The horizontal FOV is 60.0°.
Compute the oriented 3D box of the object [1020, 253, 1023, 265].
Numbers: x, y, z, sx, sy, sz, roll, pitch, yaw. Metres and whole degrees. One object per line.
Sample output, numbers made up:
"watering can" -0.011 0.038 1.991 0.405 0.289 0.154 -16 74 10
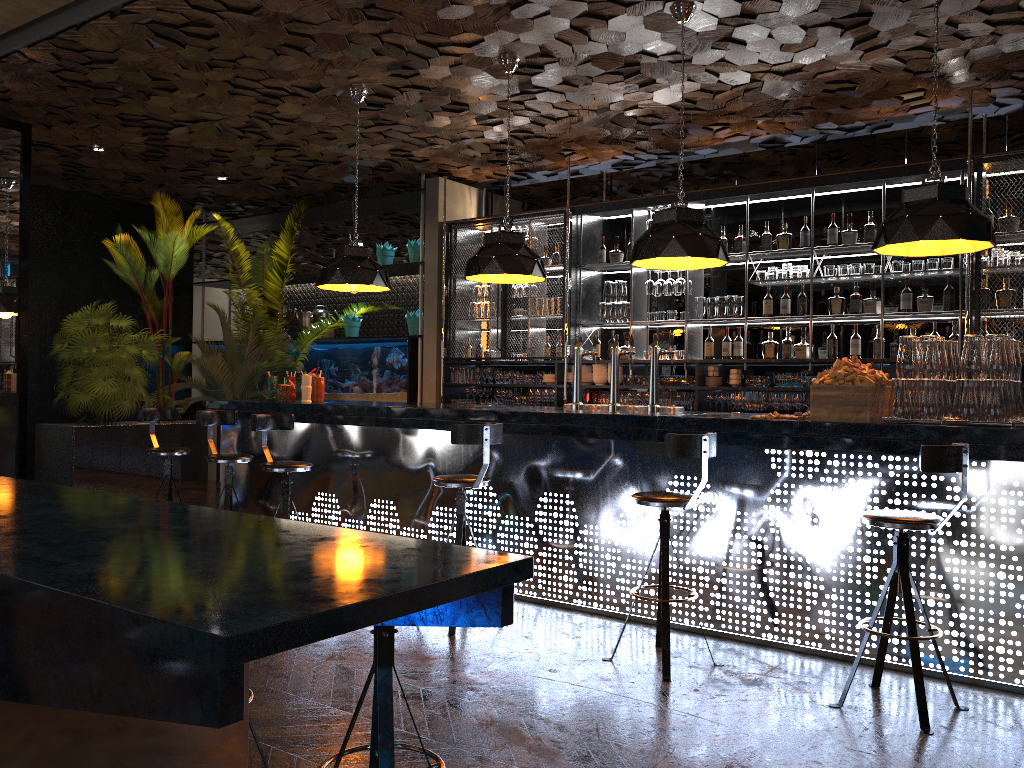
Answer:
"object" 3.873 -0.942 6.743 0.089 0.092 0.089 1 0 21

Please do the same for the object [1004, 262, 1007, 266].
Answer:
"object" 3.757 -0.945 6.779 0.089 0.092 0.089 1 0 -31

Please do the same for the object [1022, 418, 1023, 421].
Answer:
"object" 2.493 0.186 4.579 0.273 0.019 0.437 1 0 36

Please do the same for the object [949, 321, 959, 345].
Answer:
"object" 3.449 -0.339 6.909 0.080 0.299 0.080 1 0 38

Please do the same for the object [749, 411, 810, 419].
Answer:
"object" 1.407 0.169 4.659 0.377 0.045 0.198 1 0 -16

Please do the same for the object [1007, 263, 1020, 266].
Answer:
"object" 3.754 -0.923 6.634 0.089 0.092 0.089 1 0 -29

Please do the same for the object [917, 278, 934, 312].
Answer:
"object" 3.273 -0.696 7.024 0.123 0.279 0.123 1 0 25

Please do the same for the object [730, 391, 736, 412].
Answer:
"object" 1.933 0.179 7.757 0.058 0.234 0.058 1 0 -11

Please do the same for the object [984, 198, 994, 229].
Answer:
"object" 3.642 -1.271 6.790 0.086 0.299 0.086 1 0 -5

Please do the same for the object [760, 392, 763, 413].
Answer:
"object" 2.174 0.184 7.733 0.049 0.231 0.049 1 0 44

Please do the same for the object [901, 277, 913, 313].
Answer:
"object" 3.171 -0.708 7.123 0.086 0.298 0.086 1 0 -5

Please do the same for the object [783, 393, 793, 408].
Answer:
"object" 2.331 0.187 7.488 0.091 0.229 0.091 1 0 -27

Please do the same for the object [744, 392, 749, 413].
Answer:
"object" 2.031 0.182 7.675 0.049 0.231 0.049 1 0 -43

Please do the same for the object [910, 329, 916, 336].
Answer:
"object" 3.204 -0.318 7.084 0.151 0.248 0.094 1 0 45

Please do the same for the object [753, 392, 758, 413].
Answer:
"object" 2.092 0.183 7.631 0.049 0.231 0.049 1 0 31

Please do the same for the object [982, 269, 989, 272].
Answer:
"object" 3.656 -0.924 6.888 0.089 0.092 0.089 1 0 -29

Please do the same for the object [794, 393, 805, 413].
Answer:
"object" 2.408 0.188 7.431 0.091 0.229 0.091 1 0 8

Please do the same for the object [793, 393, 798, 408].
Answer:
"object" 2.429 0.189 7.557 0.091 0.229 0.091 1 0 29

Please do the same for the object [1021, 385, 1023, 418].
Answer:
"object" 3.746 0.164 6.583 0.170 0.313 0.170 1 0 30

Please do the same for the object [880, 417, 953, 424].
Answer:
"object" 2.007 0.178 4.366 0.273 0.019 0.437 1 0 36

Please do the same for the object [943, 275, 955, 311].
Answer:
"object" 3.421 -0.705 6.938 0.086 0.299 0.086 1 0 -5

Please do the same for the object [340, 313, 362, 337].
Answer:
"object" -1.935 -0.704 10.685 0.265 0.325 0.245 1 0 0

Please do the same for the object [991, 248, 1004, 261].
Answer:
"object" 3.655 -0.973 6.675 0.089 0.092 0.089 1 0 -29

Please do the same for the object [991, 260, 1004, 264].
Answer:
"object" 3.655 -0.947 6.675 0.089 0.092 0.089 1 0 -29

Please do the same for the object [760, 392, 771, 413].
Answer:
"object" 2.171 0.185 7.599 0.091 0.229 0.091 1 0 22

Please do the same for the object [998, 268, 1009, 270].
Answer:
"object" 3.756 -0.923 6.779 0.089 0.092 0.089 1 0 -31

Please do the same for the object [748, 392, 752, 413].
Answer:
"object" 2.071 0.183 7.728 0.049 0.231 0.049 1 0 44

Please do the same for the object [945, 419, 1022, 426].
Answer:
"object" 2.241 0.181 4.208 0.273 0.019 0.437 1 0 36

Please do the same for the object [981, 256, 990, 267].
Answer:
"object" 3.594 -0.926 6.760 0.089 0.092 0.089 1 0 -9

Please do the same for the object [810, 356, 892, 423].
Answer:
"object" 1.751 0.022 4.533 0.340 0.332 0.464 1 0 39

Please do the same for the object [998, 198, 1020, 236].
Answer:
"object" 3.749 -1.260 6.688 0.123 0.279 0.123 1 0 44

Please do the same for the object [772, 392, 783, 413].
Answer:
"object" 2.258 0.186 7.543 0.091 0.229 0.091 1 0 -7

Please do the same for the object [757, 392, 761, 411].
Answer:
"object" 2.132 0.183 7.683 0.049 0.231 0.049 1 0 40

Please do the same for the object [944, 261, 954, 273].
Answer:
"object" 3.458 -0.927 7.034 0.089 0.092 0.089 1 0 -15

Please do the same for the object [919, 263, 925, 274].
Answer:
"object" 3.291 -0.929 7.169 0.089 0.092 0.089 1 0 21

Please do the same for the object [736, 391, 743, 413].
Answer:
"object" 1.985 0.180 7.731 0.058 0.234 0.058 1 0 39

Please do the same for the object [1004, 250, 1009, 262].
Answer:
"object" 3.757 -0.971 6.779 0.089 0.092 0.089 1 0 20

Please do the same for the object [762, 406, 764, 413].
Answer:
"object" 2.200 0.185 7.787 0.049 0.231 0.049 1 0 38

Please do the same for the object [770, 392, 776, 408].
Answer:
"object" 2.275 0.187 7.670 0.091 0.229 0.091 1 0 -33

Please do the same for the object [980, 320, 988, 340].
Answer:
"object" 3.619 -0.338 6.796 0.086 0.298 0.086 1 0 -5

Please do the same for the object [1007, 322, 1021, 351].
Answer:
"object" 3.753 -0.326 6.673 0.123 0.279 0.123 1 0 25

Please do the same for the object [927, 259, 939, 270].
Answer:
"object" 3.296 -0.930 6.941 0.089 0.092 0.089 1 0 -15

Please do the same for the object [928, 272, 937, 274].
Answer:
"object" 3.362 -0.929 7.088 0.089 0.092 0.089 1 0 21

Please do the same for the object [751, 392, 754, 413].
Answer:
"object" 2.113 0.183 7.774 0.049 0.231 0.049 1 0 -18

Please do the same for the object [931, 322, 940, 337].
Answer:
"object" 3.338 -0.341 7.005 0.086 0.298 0.086 1 0 -5

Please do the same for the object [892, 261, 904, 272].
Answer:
"object" 3.090 -0.933 7.100 0.089 0.092 0.089 1 0 21

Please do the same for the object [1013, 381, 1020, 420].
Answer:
"object" 2.534 0.089 4.531 0.105 0.209 0.105 1 0 -29

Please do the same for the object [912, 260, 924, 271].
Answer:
"object" 3.224 -0.931 7.040 0.089 0.092 0.089 1 0 35

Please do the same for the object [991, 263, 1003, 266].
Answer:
"object" 3.655 -0.925 6.675 0.089 0.092 0.089 1 0 -29

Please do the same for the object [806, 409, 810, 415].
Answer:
"object" 2.470 0.254 7.361 0.067 0.100 0.067 1 0 28

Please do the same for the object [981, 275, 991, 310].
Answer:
"object" 3.615 -0.694 6.794 0.083 0.282 0.083 1 0 21

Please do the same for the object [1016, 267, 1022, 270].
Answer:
"object" 3.872 -0.921 6.743 0.089 0.092 0.089 1 0 -4

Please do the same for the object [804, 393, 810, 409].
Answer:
"object" 2.549 0.191 7.615 0.091 0.229 0.091 1 0 33

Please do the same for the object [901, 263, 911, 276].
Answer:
"object" 3.190 -0.931 7.199 0.089 0.092 0.089 1 0 -10

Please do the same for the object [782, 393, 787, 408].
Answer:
"object" 2.353 0.188 7.613 0.091 0.229 0.091 1 0 -22

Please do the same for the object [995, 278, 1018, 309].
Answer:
"object" 3.739 -0.674 6.704 0.151 0.248 0.094 1 0 45

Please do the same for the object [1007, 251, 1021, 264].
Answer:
"object" 3.754 -0.944 6.634 0.089 0.092 0.089 1 0 -29

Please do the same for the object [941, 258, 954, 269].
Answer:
"object" 3.381 -0.929 6.888 0.089 0.092 0.089 1 0 21
